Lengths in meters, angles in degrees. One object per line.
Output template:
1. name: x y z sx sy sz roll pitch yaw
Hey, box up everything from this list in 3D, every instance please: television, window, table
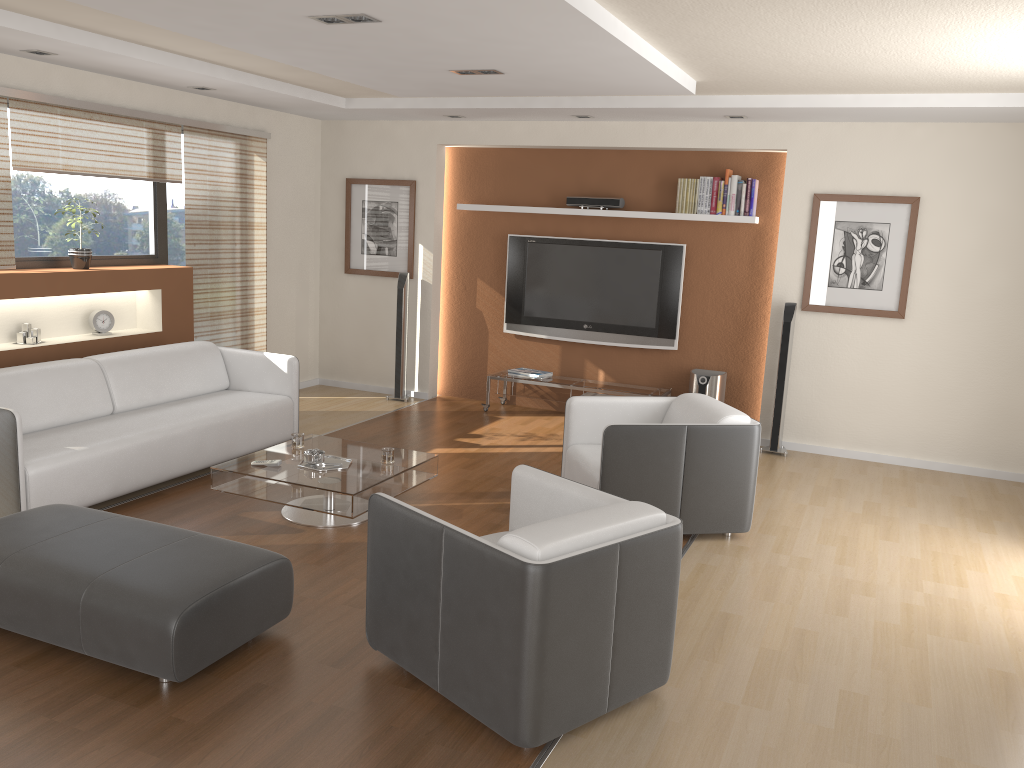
1. television: 0.689 -0.804 7.711 1.594 0.900 0.097 7 11 22
2. window: -3.335 -1.271 5.581 0.010 0.986 2.817 7 11 22
3. window: -2.595 -0.989 7.452 0.010 2.162 0.889 7 11 22
4. table: -1.030 0.577 5.006 0.900 0.300 0.900 7 11 22

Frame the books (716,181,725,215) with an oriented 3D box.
1. books: 1.684 -1.487 7.109 0.041 0.266 0.186 7 11 22

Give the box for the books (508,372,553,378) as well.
1. books: 0.161 -0.096 7.832 0.326 0.017 0.228 11 13 39

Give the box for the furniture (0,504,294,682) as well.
1. furniture: -1.594 0.766 3.532 1.291 0.301 0.685 7 11 22

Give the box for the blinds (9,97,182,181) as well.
1. blinds: -2.786 -1.648 6.073 0.001 0.441 1.432 7 11 22

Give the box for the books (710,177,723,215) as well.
1. books: 1.645 -1.508 7.132 0.053 0.293 0.169 7 11 22

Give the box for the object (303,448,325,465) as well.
1. object: -1.090 0.400 4.892 0.118 0.079 0.117 9 12 29

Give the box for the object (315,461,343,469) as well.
1. object: -0.996 0.437 4.837 0.147 0.035 0.051 -2 12 -25

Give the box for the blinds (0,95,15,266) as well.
1. blinds: -3.370 -1.140 4.817 0.001 1.044 1.432 7 11 22

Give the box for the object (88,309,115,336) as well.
1. object: -2.921 -0.439 6.311 0.096 0.176 0.160 11 13 37

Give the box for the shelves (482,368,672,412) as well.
1. shelves: 0.540 0.139 7.716 1.617 0.340 0.444 7 11 22

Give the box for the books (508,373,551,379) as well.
1. books: 0.161 -0.084 7.834 0.326 0.017 0.228 8 11 25

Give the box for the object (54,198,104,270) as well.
1. object: -2.911 -1.017 6.027 0.342 0.477 0.268 5 11 12

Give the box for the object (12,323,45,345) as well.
1. object: -3.153 -0.332 5.787 0.141 0.131 0.141 3 10 1

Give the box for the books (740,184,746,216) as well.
1. books: 1.848 -1.460 7.052 0.028 0.248 0.169 7 11 22

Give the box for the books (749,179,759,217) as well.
1. books: 1.914 -1.470 7.022 0.029 0.286 0.169 7 11 22

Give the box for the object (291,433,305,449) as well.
1. object: -1.261 0.334 5.222 0.079 0.077 0.079 5 11 11

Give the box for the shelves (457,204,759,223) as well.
1. shelves: 0.744 -1.451 7.530 2.612 0.050 0.200 7 11 22

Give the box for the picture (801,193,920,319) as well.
1. picture: 2.590 -0.958 6.622 0.734 0.884 0.025 7 11 22

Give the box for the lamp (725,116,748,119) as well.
1. lamp: 1.659 -2.011 6.539 0.146 0.087 0.146 7 11 22

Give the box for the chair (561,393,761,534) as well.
1. chair: 0.831 0.447 5.100 0.919 0.706 0.767 1 11 -12

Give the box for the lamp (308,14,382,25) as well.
1. lamp: -0.733 -1.648 3.903 0.291 0.087 0.146 7 11 22

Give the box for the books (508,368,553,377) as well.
1. books: 0.162 -0.109 7.829 0.326 0.017 0.228 10 12 34

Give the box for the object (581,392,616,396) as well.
1. object: 0.807 0.140 7.573 0.435 0.052 0.274 7 11 22

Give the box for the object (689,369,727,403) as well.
1. object: 1.586 0.163 7.315 0.286 0.518 0.323 7 11 22

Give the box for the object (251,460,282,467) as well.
1. object: -1.338 0.428 4.822 0.158 0.029 0.064 4 10 4

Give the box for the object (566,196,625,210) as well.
1. object: 0.706 -1.534 7.529 0.470 0.109 0.182 7 11 22

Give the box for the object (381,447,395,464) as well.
1. object: -0.700 0.403 4.997 0.079 0.077 0.079 5 11 11

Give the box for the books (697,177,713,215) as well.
1. books: 1.573 -1.519 7.166 0.104 0.295 0.146 7 11 22

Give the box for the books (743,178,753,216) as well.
1. books: 1.881 -1.478 7.035 0.041 0.293 0.169 7 11 22

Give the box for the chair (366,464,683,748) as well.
1. chair: 0.035 0.719 3.269 0.767 0.661 0.919 -6 14 -41

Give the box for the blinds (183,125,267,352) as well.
1. blinds: -2.345 -0.964 7.346 0.001 2.200 0.980 7 11 22

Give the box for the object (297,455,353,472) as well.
1. object: -1.030 0.438 4.898 0.315 0.011 0.273 9 12 29

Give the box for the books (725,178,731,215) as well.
1. books: 1.744 -1.495 7.093 0.022 0.293 0.167 7 11 22

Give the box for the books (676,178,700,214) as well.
1. books: 1.446 -1.524 7.217 0.167 0.275 0.195 7 11 22

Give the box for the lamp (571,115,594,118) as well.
1. lamp: 0.563 -2.149 6.993 0.146 0.087 0.146 7 11 22

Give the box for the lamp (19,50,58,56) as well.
1. lamp: -2.788 -1.994 5.222 0.146 0.087 0.146 7 11 22

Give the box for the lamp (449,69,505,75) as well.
1. lamp: -0.201 -1.846 5.128 0.291 0.087 0.146 7 11 22

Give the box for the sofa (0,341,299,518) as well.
1. sofa: -2.371 0.193 5.474 0.919 0.661 2.238 7 11 22

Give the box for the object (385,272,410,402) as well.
1. object: -1.003 -0.430 8.105 0.228 1.165 0.215 6 11 17

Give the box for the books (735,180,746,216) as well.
1. books: 1.820 -1.479 7.068 0.041 0.278 0.157 7 11 22

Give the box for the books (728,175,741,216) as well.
1. books: 1.775 -1.500 7.072 0.050 0.313 0.179 7 11 22

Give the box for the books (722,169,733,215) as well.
1. books: 1.722 -1.530 7.096 0.028 0.358 0.169 7 11 22

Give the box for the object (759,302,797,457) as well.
1. object: 2.085 -0.040 6.826 0.228 1.165 0.215 8 12 27

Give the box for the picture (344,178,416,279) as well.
1. picture: -1.227 -1.441 8.202 0.734 0.884 0.025 7 11 22

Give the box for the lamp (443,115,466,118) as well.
1. lamp: -0.478 -2.281 7.424 0.146 0.087 0.146 7 11 22

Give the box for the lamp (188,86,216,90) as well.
1. lamp: -2.256 -2.192 6.447 0.146 0.087 0.146 7 11 22
